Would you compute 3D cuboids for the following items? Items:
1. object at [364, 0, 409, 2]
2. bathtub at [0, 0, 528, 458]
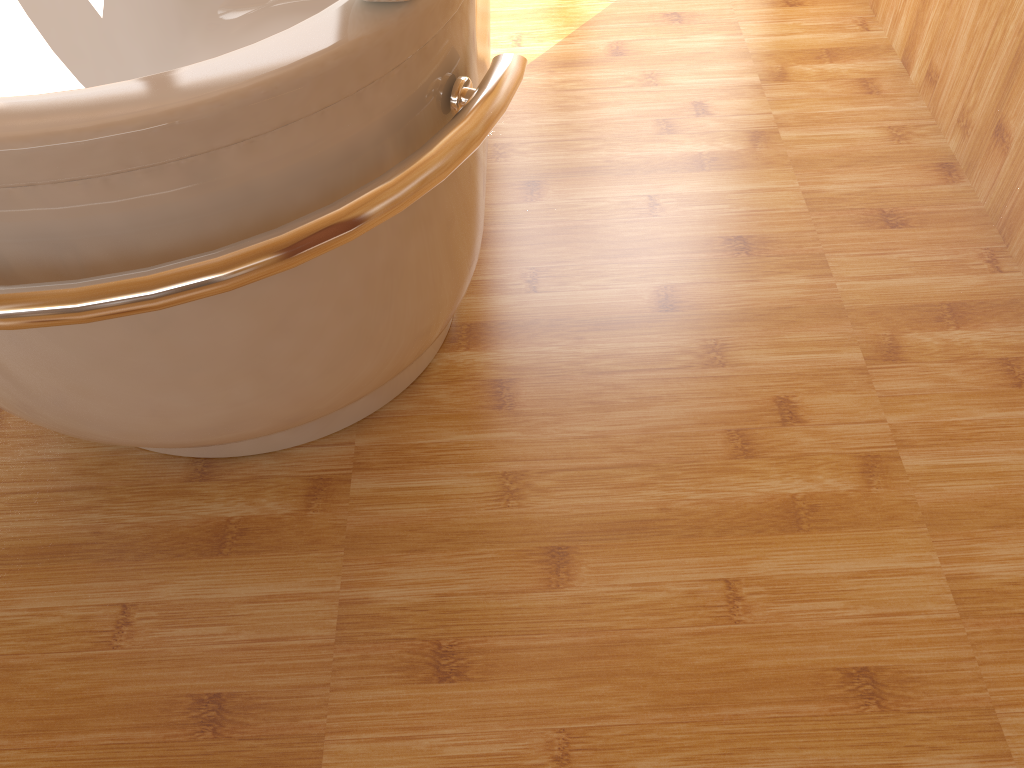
[{"bbox_3d":[-0.116,-0.442,0.883,0.105,0.077,0.166,4,51,6],"label":"object"},{"bbox_3d":[-0.457,-0.741,1.500,0.977,0.900,1.946,0,51,2],"label":"bathtub"}]
